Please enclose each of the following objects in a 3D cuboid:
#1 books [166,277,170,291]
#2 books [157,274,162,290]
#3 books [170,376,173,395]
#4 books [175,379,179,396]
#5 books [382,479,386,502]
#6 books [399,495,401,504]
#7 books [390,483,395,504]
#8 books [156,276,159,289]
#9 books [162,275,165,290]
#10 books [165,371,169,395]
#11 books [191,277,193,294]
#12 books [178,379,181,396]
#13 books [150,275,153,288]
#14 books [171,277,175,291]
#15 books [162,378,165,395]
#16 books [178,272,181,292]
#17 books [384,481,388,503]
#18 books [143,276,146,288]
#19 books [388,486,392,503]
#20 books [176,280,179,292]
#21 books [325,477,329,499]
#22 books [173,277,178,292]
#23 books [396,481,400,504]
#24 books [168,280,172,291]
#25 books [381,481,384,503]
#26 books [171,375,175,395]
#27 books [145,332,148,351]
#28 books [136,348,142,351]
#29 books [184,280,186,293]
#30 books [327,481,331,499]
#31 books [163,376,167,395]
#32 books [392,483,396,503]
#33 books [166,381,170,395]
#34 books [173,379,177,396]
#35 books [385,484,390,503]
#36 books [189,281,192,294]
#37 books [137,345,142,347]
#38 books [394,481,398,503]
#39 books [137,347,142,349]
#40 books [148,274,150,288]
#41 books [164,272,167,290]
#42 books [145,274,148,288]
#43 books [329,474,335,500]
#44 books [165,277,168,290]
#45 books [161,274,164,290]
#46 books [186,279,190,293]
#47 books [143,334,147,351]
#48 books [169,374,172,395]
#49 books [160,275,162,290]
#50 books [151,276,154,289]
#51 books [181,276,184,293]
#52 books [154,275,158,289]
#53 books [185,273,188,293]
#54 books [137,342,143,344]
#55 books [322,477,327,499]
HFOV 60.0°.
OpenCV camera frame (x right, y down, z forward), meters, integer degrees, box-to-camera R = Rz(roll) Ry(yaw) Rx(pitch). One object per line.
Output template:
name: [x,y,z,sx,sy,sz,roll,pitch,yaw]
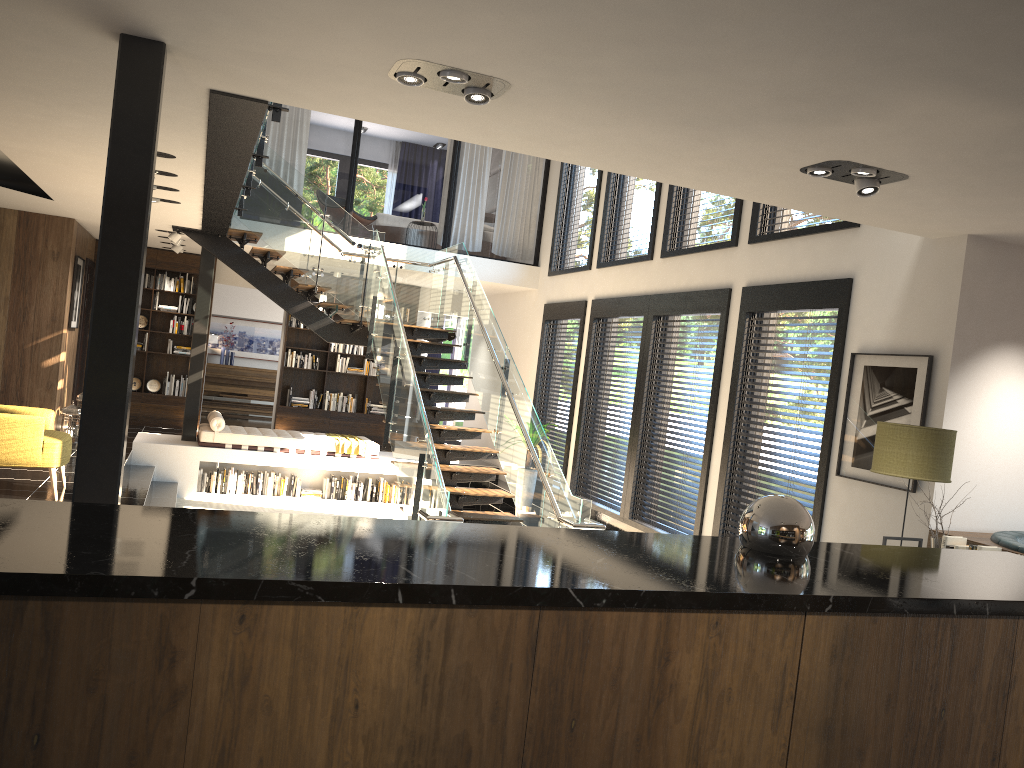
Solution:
books: [-5.245,-1.521,13.524,0.027,0.207,0.202,6,1,-20]
books: [-5.351,-1.547,13.465,0.033,0.237,0.231,6,1,-20]
books: [-5.225,0.027,13.618,0.019,0.289,0.145,6,2,-20]
books: [-5.146,0.053,13.632,0.037,0.256,0.145,6,2,-20]
books: [-1.746,1.438,11.987,0.021,0.302,0.167,6,2,-20]
books: [-1.522,1.450,12.071,0.042,0.328,0.205,6,2,-20]
books: [-1.630,1.480,12.005,0.024,0.246,0.211,6,1,-20]
books: [-5.374,-1.533,13.445,0.021,0.204,0.224,6,1,-20]
books: [-5.292,-1.543,13.481,0.035,0.241,0.208,6,1,-20]
books: [-5.272,-0.013,13.551,0.017,0.359,0.189,6,2,-20]
books: [-4.914,-1.511,13.611,0.013,0.262,0.217,6,1,-20]
books: [-5.121,0.053,13.655,0.025,0.260,0.114,6,2,-20]
books: [-5.450,-1.541,13.404,0.023,0.202,0.201,6,1,-20]
books: [-5.182,-1.516,13.538,0.034,0.211,0.205,6,1,-20]
books: [-5.336,0.037,13.585,0.023,0.245,0.135,6,2,-20]
books: [-5.077,-1.550,13.542,0.015,0.303,0.251,6,1,-20]
books: [-1.724,1.449,11.993,0.025,0.285,0.164,6,2,-20]
books: [-5.540,-1.536,13.375,0.029,0.172,0.187,6,1,-20]
books: [-1.664,1.490,12.028,0.022,0.216,0.137,6,2,-20]
books: [-5.119,-1.498,13.576,0.029,0.191,0.177,6,1,-20]
books: [-2.456,1.374,11.729,0.030,0.273,0.168,6,2,-20]
books: [-5.151,-1.518,13.566,0.042,0.223,0.163,6,2,-20]
books: [-1.552,1.468,12.047,0.028,0.285,0.210,6,2,-20]
books: [-5.217,-1.500,13.532,0.034,0.171,0.158,6,1,-20]
books: [-1.766,1.445,11.977,0.023,0.283,0.175,6,2,-20]
books: [-5.200,0.014,13.610,0.019,0.321,0.161,6,2,-20]
books: [-5.532,-0.639,13.431,0.018,0.286,0.157,6,2,-20]
books: [-5.733,-0.535,13.392,0.262,0.032,0.154,6,1,-18]
books: [-5.016,-1.490,13.601,0.021,0.197,0.200,6,1,-20]
books: [-2.438,1.400,11.754,0.027,0.226,0.165,6,2,-20]
books: [-5.310,0.023,13.585,0.024,0.278,0.135,6,2,-20]
books: [-1.611,1.481,12.018,0.021,0.248,0.197,6,1,-20]
books: [-5.271,0.059,13.603,0.034,0.215,0.104,6,2,-20]
books: [-5.186,0.051,13.638,0.034,0.250,0.114,6,2,-20]
books: [-1.695,1.471,11.980,0.025,0.249,0.208,6,1,-20]
books: [-4.944,-1.476,13.627,0.027,0.186,0.220,6,1,-20]
books: [-5.728,-0.588,13.393,0.244,0.033,0.142,6,1,-24]
books: [-1.590,1.464,12.053,0.039,0.284,0.199,6,2,-20]
books: [-5.731,-0.561,13.393,0.266,0.021,0.152,6,1,-22]
books: [-5.484,-1.550,13.407,0.039,0.212,0.171,6,1,-20]
books: [-5.253,-1.555,13.446,0.011,0.276,0.287,6,1,-20]
books: [-5.517,-1.553,13.403,0.027,0.212,0.180,6,1,-20]
books: [-2.390,1.360,11.738,0.043,0.316,0.209,6,2,-20]
books: [-5.260,-1.526,13.500,0.019,0.216,0.214,6,1,-20]
books: [-5.308,-1.543,13.454,0.013,0.239,0.255,6,1,-20]
books: [-4.981,-1.497,13.640,0.037,0.218,0.144,6,2,-20]
books: [-5.565,-0.631,13.446,0.032,0.262,0.157,6,2,-20]
books: [-5.240,0.011,13.610,0.019,0.317,0.122,6,2,-20]
books: [-5.322,-1.541,13.454,0.014,0.231,0.279,6,1,-20]
books: [-5.440,-1.536,13.444,0.024,0.194,0.182,6,1,-20]
books: [-5.057,-1.520,13.596,0.064,0.247,0.209,6,1,-20]
books: [-5.409,-1.542,13.480,0.023,0.213,0.194,6,1,-20]
books: [-4.980,-1.538,13.572,0.017,0.302,0.266,6,1,-20]
books: [-5.717,-0.626,13.373,0.292,0.013,0.187,6,1,-18]
books: [-2.492,1.375,11.745,0.026,0.263,0.156,6,2,-20]
